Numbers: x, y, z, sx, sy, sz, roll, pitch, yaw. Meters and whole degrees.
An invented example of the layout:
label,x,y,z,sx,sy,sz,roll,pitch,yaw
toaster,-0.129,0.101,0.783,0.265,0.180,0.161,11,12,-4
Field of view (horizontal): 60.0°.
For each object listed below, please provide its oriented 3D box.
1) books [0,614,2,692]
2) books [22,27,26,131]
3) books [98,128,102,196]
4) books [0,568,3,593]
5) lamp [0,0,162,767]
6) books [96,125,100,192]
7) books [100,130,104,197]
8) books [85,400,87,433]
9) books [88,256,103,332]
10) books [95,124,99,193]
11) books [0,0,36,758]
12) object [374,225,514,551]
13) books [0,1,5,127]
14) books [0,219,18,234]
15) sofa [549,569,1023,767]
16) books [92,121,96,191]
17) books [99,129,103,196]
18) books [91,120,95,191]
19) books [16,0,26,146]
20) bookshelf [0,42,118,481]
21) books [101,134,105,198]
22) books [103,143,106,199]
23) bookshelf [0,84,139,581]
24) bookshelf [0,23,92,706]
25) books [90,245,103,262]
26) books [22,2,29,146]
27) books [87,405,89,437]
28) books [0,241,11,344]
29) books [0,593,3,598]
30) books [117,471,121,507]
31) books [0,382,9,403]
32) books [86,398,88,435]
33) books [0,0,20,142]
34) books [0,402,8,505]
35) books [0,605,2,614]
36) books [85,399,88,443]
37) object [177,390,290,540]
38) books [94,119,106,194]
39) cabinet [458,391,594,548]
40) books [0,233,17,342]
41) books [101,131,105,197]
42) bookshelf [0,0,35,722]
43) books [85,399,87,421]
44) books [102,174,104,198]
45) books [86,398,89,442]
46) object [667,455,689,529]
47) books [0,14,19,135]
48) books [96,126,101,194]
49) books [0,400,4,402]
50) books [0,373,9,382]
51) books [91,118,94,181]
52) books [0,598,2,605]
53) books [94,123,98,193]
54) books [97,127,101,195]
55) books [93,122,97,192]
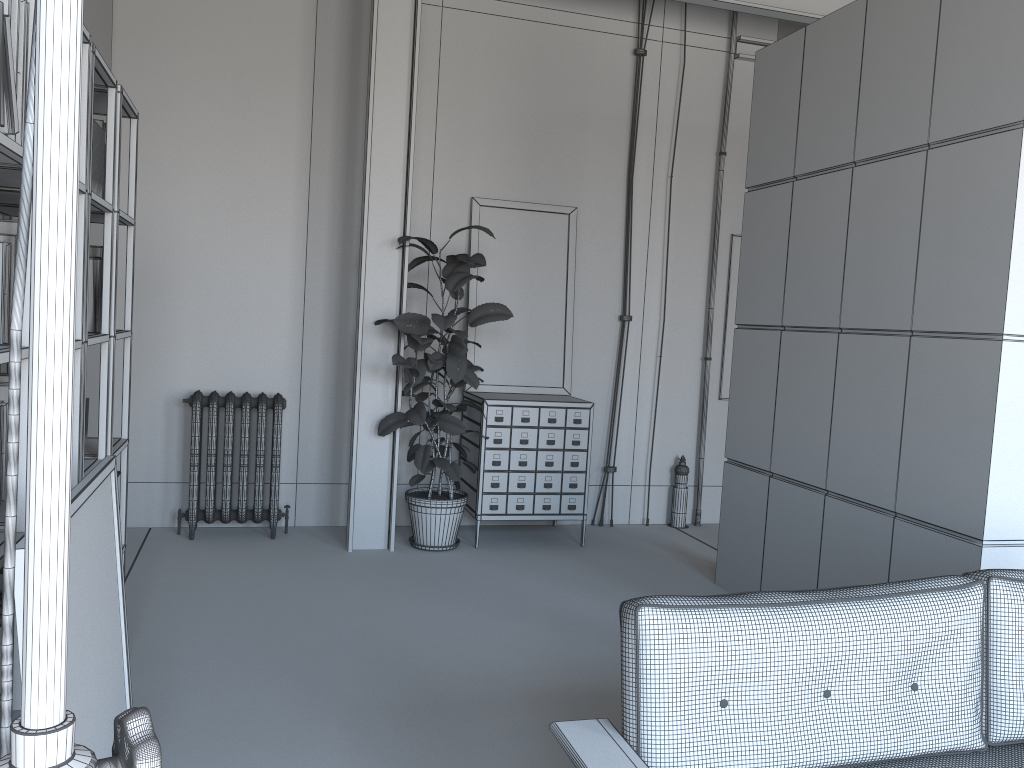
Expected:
label,x,y,z,sx,sy,sz,roll,pitch,yaw
books,-1.322,0.652,2.138,0.278,0.190,0.047,2,4,-16
books,-1.194,-0.679,1.893,0.272,0.326,0.027,2,4,-16
books,-1.403,-0.705,2.812,0.182,0.240,0.016,2,4,-16
books,-1.407,0.605,2.368,0.302,0.244,0.036,2,4,-16
lamp,-0.239,0.455,0.186,1.194,2.144,1.284,3,4,-4
books,-1.390,-0.701,2.767,0.182,0.240,0.016,2,4,-16
books,-1.412,-0.708,2.842,0.182,0.240,0.016,2,4,-16
books,-1.650,0.140,3.283,0.134,0.177,0.012,2,4,-16
books,-1.512,-0.309,3.051,0.195,0.268,0.084,2,4,-15
books,-1.386,-0.700,2.752,0.182,0.240,0.016,2,4,-16
books,-0.411,0.405,0.780,0.264,2.162,2.306,0,5,-38
object,-0.485,0.030,5.829,0.868,2.157,1.270,2,4,-16
books,-1.061,-0.613,1.676,0.186,0.236,0.022,2,4,-16
books,-1.326,-0.260,2.204,0.222,0.303,0.071,2,4,-16
sofa,1.319,1.008,2.108,2.347,0.948,0.952,2,4,-16
books,-1.373,-0.696,2.707,0.182,0.240,0.016,2,4,-16
books,-1.407,-0.706,2.827,0.182,0.240,0.016,2,4,-16
books,-1.368,-0.695,2.691,0.182,0.240,0.016,2,4,-16
books,-1.198,-0.675,1.847,0.317,0.315,0.056,2,4,-16
bookshelf,-1.529,0.141,2.736,0.455,2.276,0.455,2,4,-16
books,-1.420,-0.710,2.872,0.182,0.240,0.016,2,4,-16
books,-1.543,-0.744,3.161,0.168,0.243,0.029,2,4,-21
bookshelf,-1.659,0.101,3.211,0.455,2.276,0.455,2,4,-16
bookshelf,-1.383,0.185,2.246,0.455,2.276,0.455,2,4,-16
books,-1.533,-0.338,3.121,0.224,0.304,0.071,2,4,-16
books,-1.214,-0.682,1.923,0.303,0.326,0.033,2,4,-16
books,-1.662,0.136,3.328,0.134,0.177,0.012,2,4,-16
books,-1.264,-0.213,2.046,0.178,0.244,0.057,2,4,-16
books,-1.373,0.636,2.288,0.264,0.190,0.037,2,4,-16
books,-1.479,0.506,3.263,0.033,0.326,0.303,2,4,-16
books,-1.458,0.144,2.392,0.222,0.303,0.071,2,4,-16
books,-1.656,0.138,3.305,0.134,0.177,0.012,2,4,-16
books,-1.181,-0.669,1.788,0.319,0.318,0.068,2,4,-16
books,-1.400,0.177,2.259,0.193,0.265,0.062,2,4,-16
books,-1.341,0.644,2.188,0.270,0.195,0.056,2,4,-16
books,-1.653,0.139,3.294,0.134,0.177,0.012,2,4,-16
object,-1.866,0.552,6.009,0.733,1.007,0.328,2,4,-16
books,-1.509,-0.753,2.992,0.243,0.299,0.048,2,4,-16
cabinet,0.076,0.602,6.411,0.796,1.026,0.668,2,4,-16
books,-1.283,-0.231,2.124,0.193,0.265,0.091,2,4,-16
books,-1.416,-0.709,2.857,0.182,0.240,0.016,2,4,-16
bookshelf,-1.266,0.225,1.771,0.455,2.276,0.455,2,4,-16
books,-1.646,0.141,3.272,0.134,0.177,0.012,2,4,-16
books,-1.536,-0.742,3.114,0.180,0.248,0.054,2,4,-16
books,-1.659,0.137,3.317,0.134,0.177,0.012,2,4,-16
object,1.351,0.889,7.107,0.173,0.647,0.206,5,4,19
books,-1.078,-0.613,1.736,0.184,0.229,0.107,2,4,-16
books,-1.394,-0.703,2.782,0.182,0.240,0.016,2,4,-16
books,-1.440,0.172,2.322,0.193,0.267,0.084,2,4,-17
books,-1.556,0.118,2.681,0.222,0.303,0.038,2,4,-16
books,-1.364,-0.693,2.676,0.182,0.240,0.016,2,4,-16
books,-1.356,0.640,2.241,0.270,0.195,0.056,2,4,-16
books,-1.381,-0.699,2.737,0.182,0.240,0.016,2,4,-16
books,-1.399,-0.704,2.797,0.182,0.240,0.016,2,4,-16
books,-1.377,-0.697,2.722,0.182,0.240,0.016,2,4,-16
